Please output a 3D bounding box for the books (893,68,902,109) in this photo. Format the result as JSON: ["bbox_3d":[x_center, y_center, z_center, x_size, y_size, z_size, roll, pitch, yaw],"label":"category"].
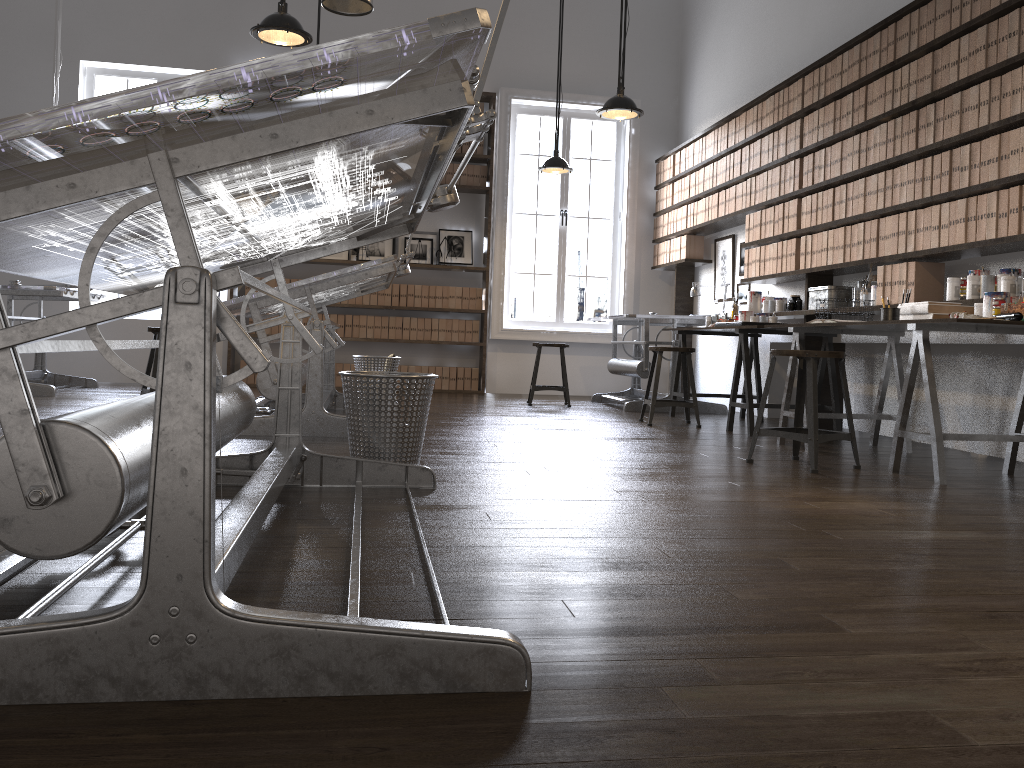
[{"bbox_3d":[2.233,-1.640,4.952,0.174,0.226,0.067,2,0,-9],"label":"books"}]

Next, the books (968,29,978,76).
[{"bbox_3d":[2.336,-1.609,4.339,0.174,0.225,0.067,2,0,-9],"label":"books"}]

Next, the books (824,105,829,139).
[{"bbox_3d":[2.108,-1.678,5.711,0.174,0.225,0.067,2,0,-9],"label":"books"}]

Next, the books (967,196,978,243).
[{"bbox_3d":[2.312,-0.792,4.303,0.174,0.226,0.067,2,0,-9],"label":"books"}]

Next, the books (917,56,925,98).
[{"bbox_3d":[2.269,-1.629,4.745,0.174,0.225,0.067,2,0,-9],"label":"books"}]

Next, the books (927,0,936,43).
[{"bbox_3d":[2.291,-1.903,4.679,0.174,0.226,0.067,2,0,-9],"label":"books"}]

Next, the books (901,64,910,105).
[{"bbox_3d":[2.243,-1.636,4.878,0.174,0.226,0.067,2,0,-9],"label":"books"}]

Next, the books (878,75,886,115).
[{"bbox_3d":[2.206,-1.647,5.094,0.174,0.226,0.067,2,0,-9],"label":"books"}]

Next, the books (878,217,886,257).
[{"bbox_3d":[2.189,-0.829,5.046,0.174,0.225,0.067,2,0,-9],"label":"books"}]

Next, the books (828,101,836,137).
[{"bbox_3d":[2.115,-1.675,5.645,0.174,0.226,0.067,2,0,-9],"label":"books"}]

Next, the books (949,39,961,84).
[{"bbox_3d":[2.311,-1.616,4.472,0.174,0.226,0.067,2,0,-9],"label":"books"}]

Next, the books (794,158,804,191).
[{"bbox_3d":[2.038,-1.429,6.082,0.174,0.226,0.067,2,0,-9],"label":"books"}]

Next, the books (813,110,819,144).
[{"bbox_3d":[2.083,-1.685,5.844,0.174,0.226,0.067,2,0,-9],"label":"books"}]

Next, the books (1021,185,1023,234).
[{"bbox_3d":[2.371,-0.774,3.946,0.174,0.225,0.067,2,0,-9],"label":"books"}]

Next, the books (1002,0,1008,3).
[{"bbox_3d":[2.382,-1.875,4.121,0.174,0.225,0.067,2,0,-9],"label":"books"}]

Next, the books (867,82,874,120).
[{"bbox_3d":[2.191,-1.653,5.222,0.174,0.225,0.067,2,0,-9],"label":"books"}]

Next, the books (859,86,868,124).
[{"bbox_3d":[2.174,-1.657,5.294,0.174,0.226,0.067,2,0,-9],"label":"books"}]

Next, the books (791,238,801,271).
[{"bbox_3d":[2.012,-0.882,6.078,0.174,0.226,0.067,2,0,-9],"label":"books"}]

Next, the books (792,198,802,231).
[{"bbox_3d":[2.021,-1.152,6.076,0.174,0.226,0.067,2,0,-9],"label":"books"}]

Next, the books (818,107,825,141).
[{"bbox_3d":[2.096,-1.681,5.773,0.174,0.225,0.067,2,0,-9],"label":"books"}]

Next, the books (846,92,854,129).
[{"bbox_3d":[2.151,-1.664,5.439,0.174,0.226,0.067,2,0,-9],"label":"books"}]

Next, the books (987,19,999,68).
[{"bbox_3d":[2.359,-1.602,4.207,0.174,0.226,0.067,2,0,-9],"label":"books"}]

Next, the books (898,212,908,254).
[{"bbox_3d":[2.215,-0.819,4.847,0.174,0.226,0.067,2,0,-9],"label":"books"}]

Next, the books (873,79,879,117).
[{"bbox_3d":[2.200,-1.650,5.157,0.174,0.225,0.067,2,0,-9],"label":"books"}]

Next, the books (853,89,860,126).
[{"bbox_3d":[2.167,-1.661,5.369,0.174,0.226,0.067,2,0,-9],"label":"books"}]

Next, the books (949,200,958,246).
[{"bbox_3d":[2.288,-0.799,4.435,0.174,0.225,0.067,2,0,-9],"label":"books"}]

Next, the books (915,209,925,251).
[{"bbox_3d":[2.246,-0.812,4.707,0.174,0.226,0.067,2,0,-9],"label":"books"}]

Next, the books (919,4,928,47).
[{"bbox_3d":[2.281,-1.906,4.748,0.174,0.226,0.067,2,0,-9],"label":"books"}]

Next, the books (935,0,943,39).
[{"bbox_3d":[2.302,-1.899,4.605,0.174,0.225,0.067,2,0,-9],"label":"books"}]

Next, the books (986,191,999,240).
[{"bbox_3d":[2.331,-0.785,4.163,0.174,0.226,0.067,2,0,-9],"label":"books"}]

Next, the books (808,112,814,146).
[{"bbox_3d":[2.075,-1.688,5.914,0.174,0.226,0.067,2,0,-9],"label":"books"}]

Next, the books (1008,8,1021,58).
[{"bbox_3d":[2.379,-1.595,4.066,0.174,0.226,0.067,2,0,-9],"label":"books"}]

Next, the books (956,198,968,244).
[{"bbox_3d":[2.295,-0.795,4.369,0.174,0.226,0.067,2,0,-9],"label":"books"}]

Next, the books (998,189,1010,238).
[{"bbox_3d":[2.347,-0.781,4.093,0.174,0.226,0.067,2,0,-9],"label":"books"}]

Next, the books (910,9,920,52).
[{"bbox_3d":[2.266,-1.910,4.816,0.174,0.226,0.067,2,0,-9],"label":"books"}]

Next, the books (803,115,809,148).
[{"bbox_3d":[2.065,-1.692,5.984,0.174,0.226,0.067,2,0,-9],"label":"books"}]

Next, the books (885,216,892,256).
[{"bbox_3d":[2.197,-0.826,4.981,0.174,0.225,0.067,2,0,-9],"label":"books"}]

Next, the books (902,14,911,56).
[{"bbox_3d":[2.251,-1.914,4.887,0.174,0.226,0.067,2,0,-9],"label":"books"}]

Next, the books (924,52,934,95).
[{"bbox_3d":[2.275,-1.626,4.679,0.174,0.226,0.067,2,0,-9],"label":"books"}]

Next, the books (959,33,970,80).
[{"bbox_3d":[2.324,-1.612,4.401,0.174,0.225,0.067,2,0,-9],"label":"books"}]

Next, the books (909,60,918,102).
[{"bbox_3d":[2.257,-1.632,4.807,0.174,0.225,0.067,2,0,-9],"label":"books"}]

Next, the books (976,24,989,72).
[{"bbox_3d":[2.343,-1.606,4.272,0.174,0.226,0.067,2,0,-9],"label":"books"}]

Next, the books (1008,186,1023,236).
[{"bbox_3d":[2.354,-0.778,4.018,0.174,0.226,0.067,2,0,-9],"label":"books"}]

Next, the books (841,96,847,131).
[{"bbox_3d":[2.143,-1.668,5.509,0.174,0.226,0.067,2,0,-9],"label":"books"}]

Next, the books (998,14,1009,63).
[{"bbox_3d":[2.371,-1.599,4.137,0.174,0.226,0.067,2,0,-9],"label":"books"}]

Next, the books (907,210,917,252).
[{"bbox_3d":[2.230,-0.816,4.776,0.174,0.226,0.067,2,0,-9],"label":"books"}]

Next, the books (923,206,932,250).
[{"bbox_3d":[2.255,-0.809,4.638,0.174,0.226,0.067,2,0,-9],"label":"books"}]

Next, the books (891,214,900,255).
[{"bbox_3d":[2.203,-0.823,4.918,0.174,0.226,0.067,2,0,-9],"label":"books"}]

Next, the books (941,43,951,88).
[{"bbox_3d":[2.303,-1.619,4.542,0.174,0.226,0.067,2,0,-9],"label":"books"}]

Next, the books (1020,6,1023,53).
[{"bbox_3d":[2.395,-1.592,3.997,0.174,0.226,0.067,2,0,-9],"label":"books"}]

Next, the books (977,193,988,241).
[{"bbox_3d":[2.323,-0.788,4.233,0.174,0.226,0.067,2,0,-9],"label":"books"}]

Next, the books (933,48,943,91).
[{"bbox_3d":[2.293,-1.623,4.611,0.174,0.226,0.067,2,0,-9],"label":"books"}]

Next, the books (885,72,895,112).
[{"bbox_3d":[2.218,-1.644,5.023,0.174,0.226,0.067,2,0,-9],"label":"books"}]

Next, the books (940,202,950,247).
[{"bbox_3d":[2.276,-0.802,4.497,0.174,0.225,0.067,2,0,-9],"label":"books"}]

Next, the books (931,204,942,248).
[{"bbox_3d":[2.263,-0.805,4.568,0.174,0.226,0.067,2,0,-9],"label":"books"}]

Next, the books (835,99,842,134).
[{"bbox_3d":[2.131,-1.671,5.579,0.174,0.226,0.067,2,0,-9],"label":"books"}]
